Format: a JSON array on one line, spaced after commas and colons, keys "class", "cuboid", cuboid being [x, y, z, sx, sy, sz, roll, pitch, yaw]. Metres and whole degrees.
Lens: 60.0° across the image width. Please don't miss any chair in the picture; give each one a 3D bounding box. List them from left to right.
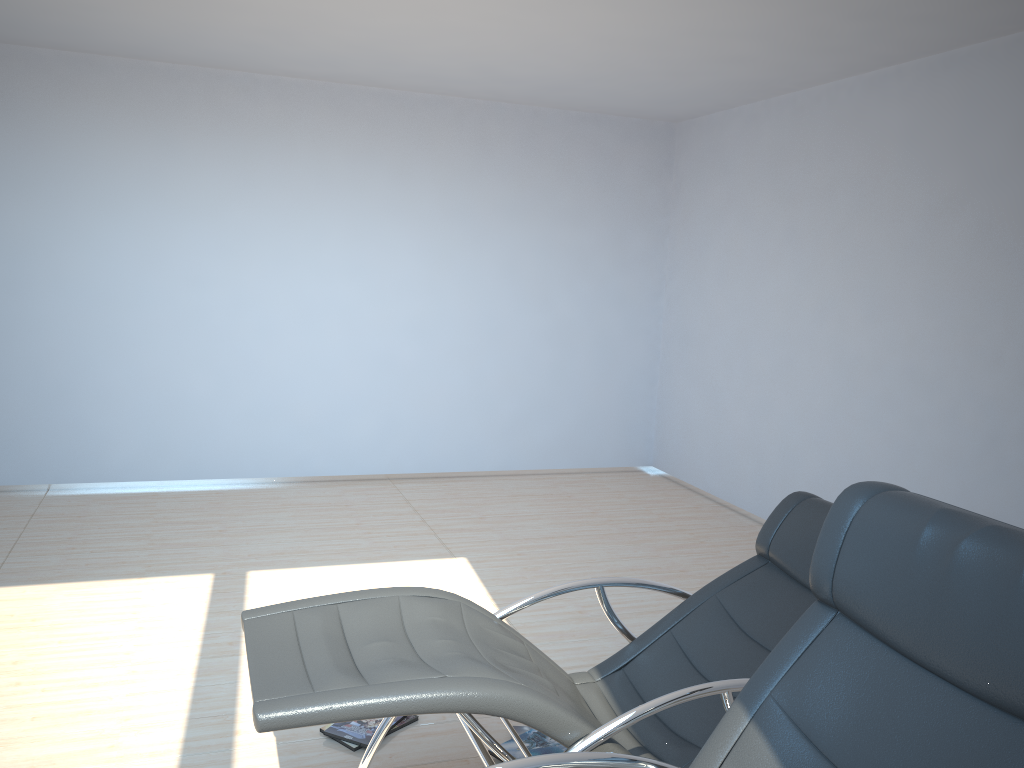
[{"class": "chair", "cuboid": [0.165, 0.884, 1.517, 1.938, 1.251, 0.836, 0, 8, -20]}, {"class": "chair", "cuboid": [0.314, 0.896, 2.616, 2.114, 0.953, 0.836, 0, 8, -20]}]

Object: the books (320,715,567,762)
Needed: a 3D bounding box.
[{"class": "books", "cuboid": [-1.172, 1.304, 1.751, 1.045, 0.222, 4.790, 9, 9, 37]}]
